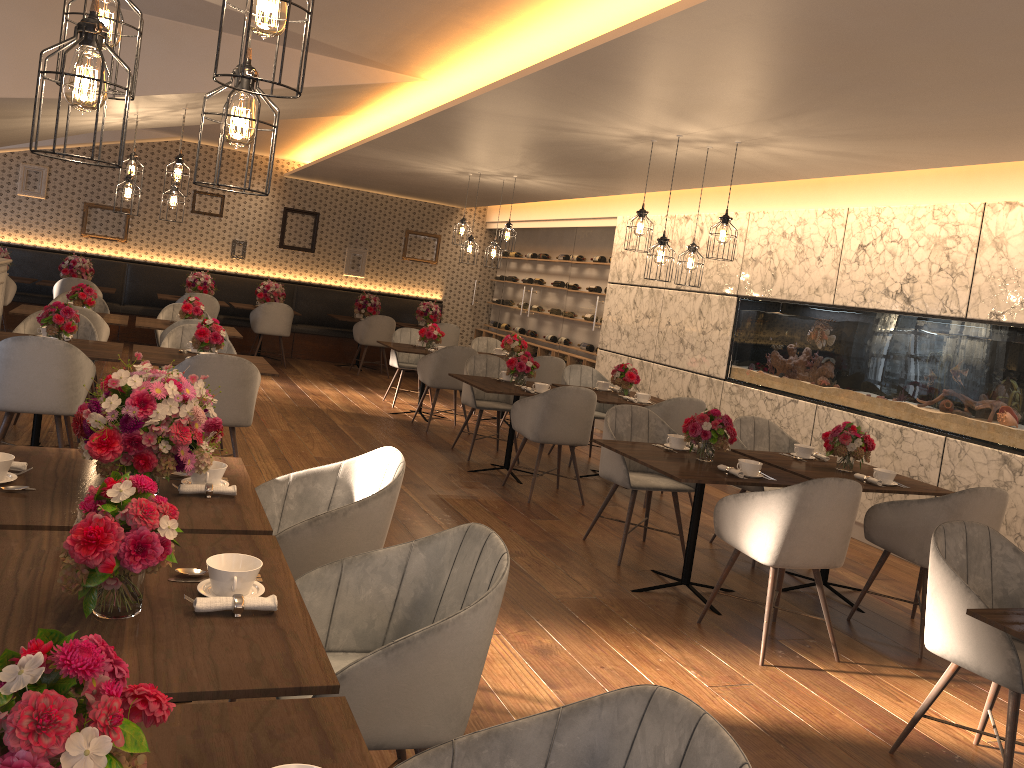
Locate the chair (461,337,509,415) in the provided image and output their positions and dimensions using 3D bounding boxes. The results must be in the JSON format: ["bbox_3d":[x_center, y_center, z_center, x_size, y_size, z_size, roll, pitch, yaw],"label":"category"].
[{"bbox_3d":[-0.260,-0.096,10.424,0.563,0.870,0.529,7,4,-23],"label":"chair"}]

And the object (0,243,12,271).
[{"bbox_3d":[-6.491,-1.561,11.069,0.406,0.424,0.420,10,5,19],"label":"object"}]

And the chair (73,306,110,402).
[{"bbox_3d":[-3.619,-0.229,7.221,0.563,0.870,0.529,7,4,-23],"label":"chair"}]

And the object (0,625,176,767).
[{"bbox_3d":[-0.549,0.438,1.048,0.235,0.300,0.305,10,5,24],"label":"object"}]

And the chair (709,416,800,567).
[{"bbox_3d":[1.668,0.686,5.778,0.563,0.870,0.529,7,4,-23],"label":"chair"}]

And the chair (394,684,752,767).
[{"bbox_3d":[0.016,0.932,1.337,0.525,0.870,0.568,7,4,-23],"label":"chair"}]

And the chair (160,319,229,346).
[{"bbox_3d":[-2.743,-0.144,7.597,0.563,0.870,0.529,7,4,-23],"label":"chair"}]

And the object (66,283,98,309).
[{"bbox_3d":[-3.791,-0.755,7.777,0.307,0.300,0.234,12,6,42],"label":"object"}]

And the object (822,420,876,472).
[{"bbox_3d":[1.951,0.352,5.151,0.305,0.300,0.235,8,4,-2],"label":"object"}]

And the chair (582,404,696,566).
[{"bbox_3d":[0.792,0.601,5.402,0.563,0.870,0.529,7,4,-23],"label":"chair"}]

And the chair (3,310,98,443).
[{"bbox_3d":[-3.268,-0.077,6.294,0.563,0.870,0.529,7,4,-23],"label":"chair"}]

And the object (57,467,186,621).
[{"bbox_3d":[-0.795,0.321,1.827,0.234,0.300,0.306,8,5,-4],"label":"object"}]

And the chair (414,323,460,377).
[{"bbox_3d":[-1.063,-0.470,12.807,0.563,0.870,0.529,7,4,-23],"label":"chair"}]

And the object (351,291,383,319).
[{"bbox_3d":[-2.108,-1.138,12.944,0.406,0.424,0.420,10,5,19],"label":"object"}]

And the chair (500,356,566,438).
[{"bbox_3d":[0.232,0.108,9.197,0.563,0.870,0.529,7,4,-23],"label":"chair"}]

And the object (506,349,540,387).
[{"bbox_3d":[0.090,-0.134,7.173,0.235,0.300,0.304,12,6,44],"label":"object"}]

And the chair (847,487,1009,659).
[{"bbox_3d":[2.161,0.890,4.551,0.563,0.870,0.529,7,4,-23],"label":"chair"}]

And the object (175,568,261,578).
[{"bbox_3d":[-0.700,0.450,2.110,0.197,0.015,0.043,5,7,-27],"label":"object"}]

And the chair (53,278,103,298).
[{"bbox_3d":[-5.403,-0.889,10.948,0.563,0.870,0.529,7,4,-23],"label":"chair"}]

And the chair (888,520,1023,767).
[{"bbox_3d":[1.737,0.984,3.126,0.563,0.870,0.529,7,4,-23],"label":"chair"}]

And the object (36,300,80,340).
[{"bbox_3d":[-2.905,-0.396,5.644,0.307,0.300,0.234,12,6,42],"label":"object"}]

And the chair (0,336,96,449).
[{"bbox_3d":[-2.733,0.131,5.086,0.563,0.870,0.529,7,4,-23],"label":"chair"}]

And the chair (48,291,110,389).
[{"bbox_3d":[-4.154,-0.437,8.429,0.563,0.870,0.529,7,4,-23],"label":"chair"}]

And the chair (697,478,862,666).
[{"bbox_3d":[1.285,0.805,4.176,0.563,0.870,0.529,7,4,-23],"label":"chair"}]

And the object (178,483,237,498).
[{"bbox_3d":[-0.949,0.331,2.765,0.175,0.039,0.056,6,6,-23],"label":"object"}]

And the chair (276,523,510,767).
[{"bbox_3d":[-0.342,0.787,2.200,0.525,0.870,0.568,7,4,-23],"label":"chair"}]

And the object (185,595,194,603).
[{"bbox_3d":[-0.616,0.475,1.936,0.192,0.024,0.025,6,5,-23],"label":"object"}]

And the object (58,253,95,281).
[{"bbox_3d":[-5.623,-1.476,11.435,0.418,0.424,0.408,5,5,-35],"label":"object"}]

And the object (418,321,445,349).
[{"bbox_3d":[-0.855,-0.517,9.451,0.235,0.300,0.304,12,6,44],"label":"object"}]

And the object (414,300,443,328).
[{"bbox_3d":[-1.254,-1.057,13.322,0.406,0.424,0.420,10,5,20],"label":"object"}]

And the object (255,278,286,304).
[{"bbox_3d":[-3.377,-1.259,12.386,0.419,0.424,0.408,6,5,-21],"label":"object"}]

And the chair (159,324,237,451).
[{"bbox_3d":[-2.392,0.007,6.670,0.563,0.870,0.529,7,4,-23],"label":"chair"}]

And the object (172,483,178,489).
[{"bbox_3d":[-0.972,0.331,2.793,0.192,0.024,0.025,6,5,-23],"label":"object"}]

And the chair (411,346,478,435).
[{"bbox_3d":[-0.644,0.024,8.822,0.563,0.870,0.529,7,4,-23],"label":"chair"}]

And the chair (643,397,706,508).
[{"bbox_3d":[1.178,0.491,6.921,0.563,0.870,0.529,7,4,-23],"label":"chair"}]

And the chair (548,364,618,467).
[{"bbox_3d":[0.685,0.287,8.147,0.563,0.870,0.529,7,4,-23],"label":"chair"}]

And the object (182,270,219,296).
[{"bbox_3d":[-4.266,-1.356,12.114,0.406,0.424,0.420,10,5,20],"label":"object"}]

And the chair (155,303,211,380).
[{"bbox_3d":[-3.278,-0.352,8.805,0.563,0.870,0.529,7,4,-23],"label":"chair"}]

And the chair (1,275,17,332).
[{"bbox_3d":[-6.279,-0.974,10.572,0.563,0.870,0.529,7,4,-23],"label":"chair"}]

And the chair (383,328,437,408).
[{"bbox_3d":[-1.137,-0.180,10.048,0.563,0.870,0.529,7,4,-23],"label":"chair"}]

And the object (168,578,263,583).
[{"bbox_3d":[-0.693,0.460,2.075,0.210,0.004,0.022,6,7,-23],"label":"object"}]

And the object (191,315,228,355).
[{"bbox_3d":[-2.052,-0.315,6.023,0.234,0.300,0.306,8,5,-4],"label":"object"}]

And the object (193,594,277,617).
[{"bbox_3d":[-0.593,0.475,1.908,0.175,0.039,0.056,6,6,-23],"label":"object"}]

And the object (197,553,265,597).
[{"bbox_3d":[-0.635,0.440,2.012,0.148,0.072,0.148,10,6,19],"label":"object"}]

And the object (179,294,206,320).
[{"bbox_3d":[-2.938,-0.673,8.156,0.234,0.300,0.306,8,5,-4],"label":"object"}]

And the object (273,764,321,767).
[{"bbox_3d":[-0.293,0.579,1.189,0.148,0.072,0.148,10,6,19],"label":"object"}]

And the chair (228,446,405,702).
[{"bbox_3d":[-0.700,0.642,3.063,0.525,0.870,0.568,7,4,-23],"label":"chair"}]

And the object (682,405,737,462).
[{"bbox_3d":[1.073,0.265,4.805,0.305,0.300,0.235,9,4,9],"label":"object"}]

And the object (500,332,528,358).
[{"bbox_3d":[0.024,-0.428,9.794,0.305,0.300,0.235,8,4,-2],"label":"object"}]

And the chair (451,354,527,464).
[{"bbox_3d":[-0.191,0.203,7.771,0.563,0.870,0.529,7,4,-23],"label":"chair"}]

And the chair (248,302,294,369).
[{"bbox_3d":[-3.233,-0.680,11.877,0.563,0.870,0.529,7,4,-23],"label":"chair"}]

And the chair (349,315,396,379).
[{"bbox_3d":[-1.939,-0.555,12.432,0.563,0.870,0.529,7,4,-23],"label":"chair"}]

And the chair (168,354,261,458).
[{"bbox_3d":[-1.857,0.215,5.461,0.563,0.870,0.529,7,4,-23],"label":"chair"}]

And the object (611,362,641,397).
[{"bbox_3d":[0.972,-0.045,7.519,0.233,0.300,0.307,7,5,-22],"label":"object"}]

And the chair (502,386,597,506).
[{"bbox_3d":[0.301,0.407,6.545,0.563,0.870,0.529,7,4,-23],"label":"chair"}]

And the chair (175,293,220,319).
[{"bbox_3d":[-4.109,-0.764,11.502,0.563,0.870,0.529,7,4,-23],"label":"chair"}]

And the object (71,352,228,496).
[{"bbox_3d":[-1.090,0.124,2.669,0.418,0.424,0.408,5,5,-35],"label":"object"}]
